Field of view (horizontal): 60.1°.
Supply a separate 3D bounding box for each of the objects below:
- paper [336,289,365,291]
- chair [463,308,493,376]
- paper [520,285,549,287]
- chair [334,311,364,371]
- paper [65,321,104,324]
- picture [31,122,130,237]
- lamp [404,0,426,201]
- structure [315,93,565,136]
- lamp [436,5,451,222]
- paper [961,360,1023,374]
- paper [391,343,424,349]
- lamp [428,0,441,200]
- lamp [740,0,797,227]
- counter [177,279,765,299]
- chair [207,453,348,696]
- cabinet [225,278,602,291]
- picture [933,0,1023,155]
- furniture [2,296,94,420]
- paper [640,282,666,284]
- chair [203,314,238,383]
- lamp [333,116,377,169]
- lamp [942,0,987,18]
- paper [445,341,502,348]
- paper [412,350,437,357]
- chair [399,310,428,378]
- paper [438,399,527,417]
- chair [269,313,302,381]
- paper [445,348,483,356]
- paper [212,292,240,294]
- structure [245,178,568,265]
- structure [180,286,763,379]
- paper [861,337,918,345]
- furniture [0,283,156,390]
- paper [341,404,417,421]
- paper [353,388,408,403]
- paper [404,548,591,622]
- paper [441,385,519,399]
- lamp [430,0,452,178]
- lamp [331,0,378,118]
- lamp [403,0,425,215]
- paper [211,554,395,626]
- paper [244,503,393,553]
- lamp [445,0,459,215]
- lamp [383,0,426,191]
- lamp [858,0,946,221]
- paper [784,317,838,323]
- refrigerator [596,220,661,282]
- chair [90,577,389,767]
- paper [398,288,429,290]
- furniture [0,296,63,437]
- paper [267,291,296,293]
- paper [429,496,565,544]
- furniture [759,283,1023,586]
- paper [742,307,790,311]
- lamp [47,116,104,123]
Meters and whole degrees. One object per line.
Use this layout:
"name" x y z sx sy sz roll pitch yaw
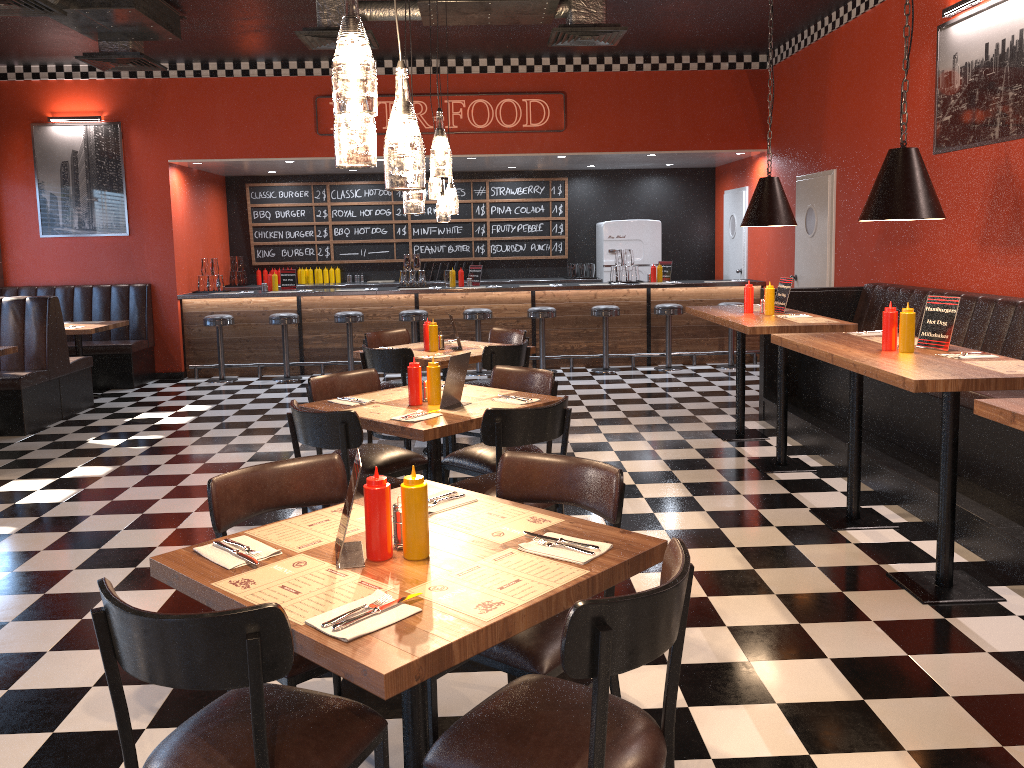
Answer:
"paper" -1.946 -1.139 10.753 0.365 0.001 0.262 -1 9 -1
"chair" -0.394 -0.503 10.436 0.349 0.770 0.349 5 10 43
"paper" 0.278 -1.195 10.807 0.365 0.001 0.262 -2 9 -6
"chair" -1.896 -0.462 10.383 0.349 0.770 0.349 -8 10 -42
"paper" -4.634 -0.666 9.602 0.365 0.001 0.262 -2 9 -6
"picture" -5.007 -2.366 10.280 1.023 1.294 0.016 -2 7 -2
"lamp" -0.485 -1.847 4.128 0.108 1.955 0.109 4 9 40
"structure" -0.821 -3.132 10.298 2.875 0.436 0.122 -2 7 -2
"lamp" -0.520 -2.148 6.334 0.109 1.955 0.109 5 10 44
"paper" 2.097 -0.071 3.697 0.261 0.001 0.367 -1 9 0
"paper" -0.758 -0.291 6.802 0.261 0.001 0.367 7 13 42
"lamp" -0.588 -2.342 6.476 0.108 1.955 0.109 -2 7 -10
"lamp" 1.754 -2.101 6.011 0.382 2.033 0.383 4 9 39
"counter" -0.458 -1.176 10.946 7.040 0.050 0.679 -2 9 -2
"chair" -0.637 0.707 2.784 0.488 0.863 0.546 -8 10 -43
"cabinet" -1.388 -0.950 12.610 5.284 0.994 0.679 -2 8 -2
"picture" 3.215 -2.053 5.762 0.023 0.934 1.780 -1 9 -2
"furniture" -5.024 -0.271 8.454 1.709 1.148 0.710 -2 7 -2
"paper" 1.757 -1.240 10.887 0.365 0.001 0.262 -1 9 -1
"chair" -3.398 -0.422 10.330 0.349 0.770 0.349 5 10 43
"lamp" -0.419 -1.525 2.151 0.108 1.955 0.109 -4 7 -20
"lamp" 3.174 -2.558 5.684 0.081 0.056 1.453 -2 9 -2
"paper" -0.295 -0.304 6.826 0.262 0.001 0.366 -10 13 -44
"paper" -0.729 -0.219 6.358 0.366 0.001 0.262 7 13 42
"chair" -1.145 -0.483 10.410 0.349 0.770 0.350 4 9 38
"paper" -0.150 0.115 4.243 0.261 0.001 0.366 8 13 43
"chair" -2.647 -0.442 10.357 0.349 0.770 0.349 -8 10 -42
"paper" -0.264 -0.228 6.352 0.261 0.001 0.367 7 13 42
"paper" -3.427 -1.093 10.664 0.365 0.001 0.262 -1 9 -1
"structure" -1.466 -2.324 12.683 4.542 1.141 0.201 -2 7 -2
"structure" -0.435 -0.588 10.703 7.040 1.034 0.217 -2 7 -2
"paper" 2.036 -0.227 4.656 0.261 0.001 0.367 -1 9 0
"furniture" -5.088 -0.545 10.134 1.709 1.148 0.710 -2 7 -2
"paper" -0.625 0.132 4.200 0.366 0.001 0.262 7 12 41
"paper" -0.633 0.057 4.663 0.261 0.001 0.367 7 12 40
"paper" -0.029 0.465 2.089 0.261 0.001 0.367 7 12 41
"paper" -0.187 0.041 4.702 0.366 0.001 0.262 7 12 41
"lamp" -0.360 -1.965 4.140 0.108 1.955 0.109 -5 8 -30
"lamp" -0.396 -1.616 2.011 0.109 1.955 0.109 5 10 44
"lamp" -0.503 -1.808 4.256 0.108 1.955 0.109 0 7 10
"paper" -0.495 0.475 2.086 0.366 0.001 0.262 7 12 41
"paper" -0.532 0.404 2.529 0.261 0.001 0.367 7 12 41
"lamp" -0.466 -2.225 6.436 0.108 1.955 0.109 -3 7 -15
"lamp" -0.296 -1.472 2.176 0.108 1.955 0.109 0 7 10
"lamp" 1.827 -1.788 4.088 0.382 2.033 0.383 4 9 39
"paper" 1.976 -0.422 5.856 0.261 0.001 0.367 -1 9 0
"refrigerator" 1.654 -1.415 12.573 0.803 1.794 0.854 -1 7 -2
"chair" -0.614 0.828 2.040 0.486 0.863 0.547 2 8 21
"paper" -1.192 -1.157 10.766 0.365 0.001 0.262 -1 9 -1
"furniture" -4.997 -0.157 7.754 1.709 1.148 0.710 -2 7 -2
"paper" -2.752 -1.113 10.702 0.365 0.001 0.262 -1 9 -1
"paper" -0.069 0.388 2.562 0.366 0.001 0.262 8 13 44
"furniture" 2.822 0.418 3.234 1.104 1.143 8.810 -1 9 -2
"paper" 1.947 -0.577 6.809 0.261 0.001 0.367 -1 9 0
"lamp" -5.004 -3.038 10.170 0.610 0.056 0.081 -2 9 -2
